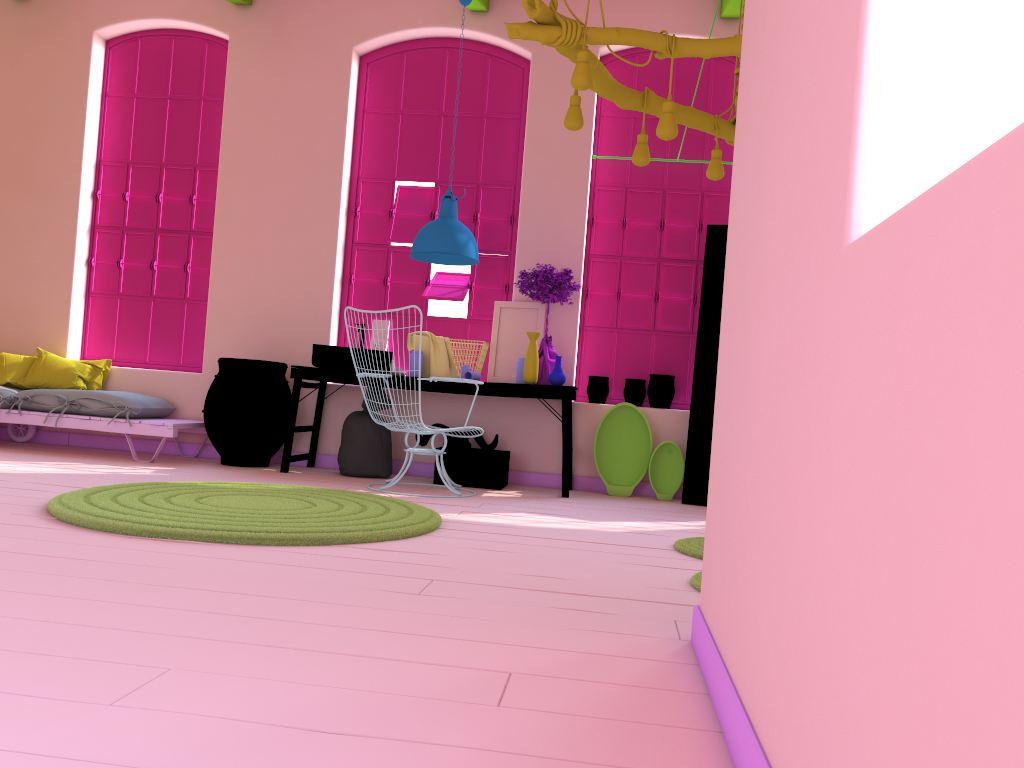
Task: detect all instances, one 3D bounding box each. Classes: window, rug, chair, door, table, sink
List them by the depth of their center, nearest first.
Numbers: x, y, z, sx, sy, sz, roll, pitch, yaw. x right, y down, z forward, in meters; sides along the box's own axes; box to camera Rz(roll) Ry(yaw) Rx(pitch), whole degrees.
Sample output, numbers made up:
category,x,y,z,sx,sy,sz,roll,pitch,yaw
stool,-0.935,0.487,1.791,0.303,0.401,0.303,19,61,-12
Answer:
category,x,y,z,sx,sy,sz,roll,pitch,yaw
rug,1.112,0.815,3.473,0.792,0.021,0.793,4,-1,34
rug,1.215,0.841,4.403,0.792,0.021,0.792,5,-1,-11
rug,-1.317,0.639,4.566,1.889,0.050,1.889,5,-1,-6
chair,-0.637,0.129,6.158,1.078,1.238,0.925,4,-1,41
door,1.970,-0.144,6.729,1.153,2.210,0.450,4,-1,16
sink,-1.229,-0.190,6.828,0.609,0.194,0.340,4,-1,6
table,-0.605,0.352,6.921,2.192,0.820,0.655,4,-1,6
window,1.237,-1.311,7.309,1.275,3.047,0.072,4,0,6
window,-0.665,-1.445,7.527,1.497,3.003,0.492,4,0,6
window,-3.103,-1.636,7.795,1.275,3.047,0.072,4,0,6

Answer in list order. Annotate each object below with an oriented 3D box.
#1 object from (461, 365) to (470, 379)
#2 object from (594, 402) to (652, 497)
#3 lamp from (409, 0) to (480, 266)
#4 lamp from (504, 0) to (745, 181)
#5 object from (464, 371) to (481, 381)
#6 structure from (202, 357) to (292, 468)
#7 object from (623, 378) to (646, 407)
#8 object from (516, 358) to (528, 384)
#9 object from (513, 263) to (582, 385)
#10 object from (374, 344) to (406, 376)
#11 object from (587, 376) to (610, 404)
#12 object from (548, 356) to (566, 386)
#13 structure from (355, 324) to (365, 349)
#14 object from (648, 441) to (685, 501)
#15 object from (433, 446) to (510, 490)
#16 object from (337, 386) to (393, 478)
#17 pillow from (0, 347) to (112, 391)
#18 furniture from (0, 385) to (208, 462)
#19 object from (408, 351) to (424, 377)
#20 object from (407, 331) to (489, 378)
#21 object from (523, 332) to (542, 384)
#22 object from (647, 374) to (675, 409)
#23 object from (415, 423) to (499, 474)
category,x,y,z,sx,sy,sz,roll,pitch,yaw
object,-0.358,-0.084,6.807,0.065,0.118,0.065,5,-1,-35
object,0.871,0.512,6.986,0.451,0.733,0.218,4,-1,6
lamp,-0.429,-1.930,6.666,0.528,2.002,0.529,4,-1,38
lamp,0.837,-2.248,4.506,1.776,2.264,1.610,5,-1,-12
object,-0.300,-0.057,6.739,0.076,0.076,0.137,4,-1,26
structure,-2.100,0.230,7.090,0.718,0.844,0.718,5,-1,-26
object,0.996,0.071,7.196,0.182,0.222,0.182,5,-1,-11
object,0.089,-0.098,6.788,0.109,0.197,0.109,4,-1,44
object,0.254,-0.460,6.892,0.503,0.950,0.441,5,-1,-34
object,-0.974,-0.190,7.009,0.410,0.250,0.165,4,-1,42
object,0.701,0.049,7.229,0.182,0.222,0.182,5,-1,-16
object,0.342,-0.098,6.626,0.132,0.219,0.132,4,-1,23
structure,-1.226,-0.285,7.016,0.087,0.396,0.166,4,-1,16
object,1.178,0.668,6.875,0.284,0.462,0.137,5,-1,-9
object,-0.305,0.647,6.906,0.521,0.277,0.446,4,-1,6
object,-4.920,-0.373,6.233,7.864,1.580,2.827,4,-1,7
pillow,-4.418,-0.140,7.415,1.997,0.399,0.578,4,-1,6
furniture,-4.383,0.224,7.236,3.775,0.507,0.908,4,-1,6
object,-0.734,-0.152,6.804,0.109,0.197,0.109,4,-1,-1
object,-0.528,-0.214,6.999,0.633,0.369,0.444,4,-1,6
object,0.149,-0.194,6.630,0.116,0.383,0.116,5,-1,-20
object,1.206,0.062,7.176,0.223,0.272,0.223,4,-1,-6
object,-0.438,0.544,6.955,0.672,0.448,0.300,5,-1,-18
